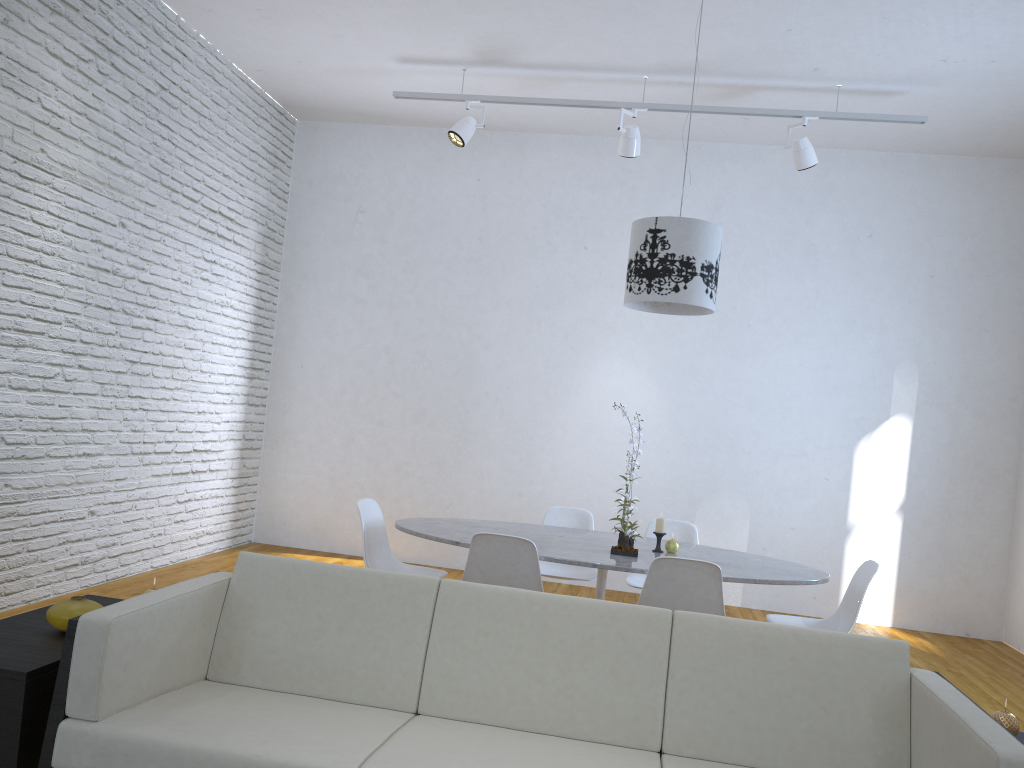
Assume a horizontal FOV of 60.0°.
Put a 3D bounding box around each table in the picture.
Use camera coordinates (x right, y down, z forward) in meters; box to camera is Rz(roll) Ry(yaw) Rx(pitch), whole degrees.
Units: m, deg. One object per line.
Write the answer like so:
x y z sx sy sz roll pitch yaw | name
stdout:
0.381 1.027 3.926 1.909 0.622 1.072 6 -2 8 | table

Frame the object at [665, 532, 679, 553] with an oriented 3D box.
0.711 0.702 3.928 0.063 0.091 0.063 7 -1 -33 | object

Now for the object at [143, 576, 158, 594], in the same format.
-1.083 0.633 2.678 0.071 0.104 0.071 5 -1 36 | object

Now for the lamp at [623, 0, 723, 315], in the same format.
0.774 -1.098 3.930 0.400 1.537 0.399 6 0 -24 | lamp

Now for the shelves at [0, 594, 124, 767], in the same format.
-1.246 0.885 2.407 0.349 0.451 0.730 6 -2 9 | shelves

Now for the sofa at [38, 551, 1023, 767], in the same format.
-0.069 0.871 1.518 5.334 0.679 9.734 6 -2 9 | sofa

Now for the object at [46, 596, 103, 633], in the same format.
-1.171 0.619 2.385 0.147 0.090 0.146 7 -2 -39 | object

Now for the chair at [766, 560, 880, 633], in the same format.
1.320 0.907 3.788 0.419 0.351 0.406 6 -1 11 | chair

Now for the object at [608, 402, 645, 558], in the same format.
0.510 0.405 3.752 0.166 0.638 0.202 6 -1 37 | object

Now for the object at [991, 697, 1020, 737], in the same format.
1.280 0.866 2.303 0.071 0.104 0.071 5 -1 36 | object

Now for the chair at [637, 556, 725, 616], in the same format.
0.656 0.825 3.458 0.405 0.351 0.420 6 -1 8 | chair

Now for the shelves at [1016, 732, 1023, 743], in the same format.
1.297 1.135 2.003 0.349 0.451 0.730 6 -2 9 | shelves

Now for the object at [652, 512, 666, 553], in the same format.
0.652 0.652 3.911 0.059 0.176 0.059 6 -1 -6 | object

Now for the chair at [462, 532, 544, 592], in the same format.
-0.008 0.761 3.586 0.405 0.351 0.420 6 -1 13 | chair

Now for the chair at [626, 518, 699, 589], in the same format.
0.792 0.878 4.475 0.405 0.351 0.420 6 -1 12 | chair

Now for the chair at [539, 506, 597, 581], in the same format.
0.270 0.827 4.571 0.405 0.351 0.419 6 -1 7 | chair

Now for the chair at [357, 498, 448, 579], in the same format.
-0.507 0.727 4.079 0.419 0.351 0.406 6 -1 11 | chair

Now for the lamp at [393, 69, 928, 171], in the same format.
0.796 -1.565 5.244 3.116 0.486 0.205 6 -1 7 | lamp
